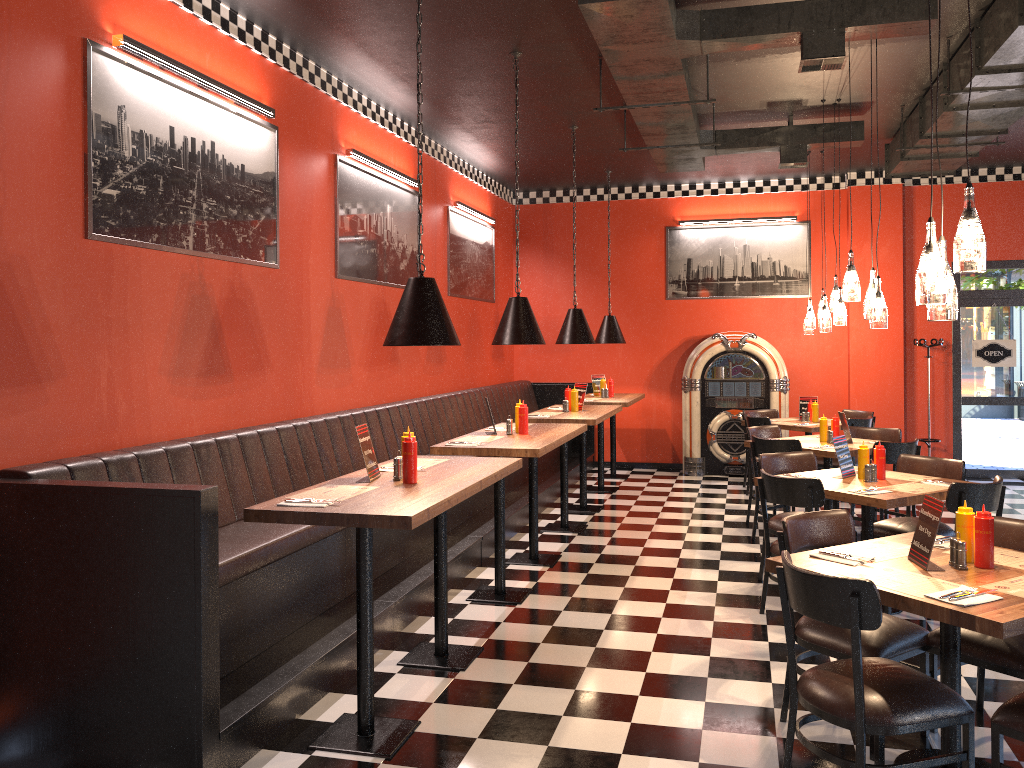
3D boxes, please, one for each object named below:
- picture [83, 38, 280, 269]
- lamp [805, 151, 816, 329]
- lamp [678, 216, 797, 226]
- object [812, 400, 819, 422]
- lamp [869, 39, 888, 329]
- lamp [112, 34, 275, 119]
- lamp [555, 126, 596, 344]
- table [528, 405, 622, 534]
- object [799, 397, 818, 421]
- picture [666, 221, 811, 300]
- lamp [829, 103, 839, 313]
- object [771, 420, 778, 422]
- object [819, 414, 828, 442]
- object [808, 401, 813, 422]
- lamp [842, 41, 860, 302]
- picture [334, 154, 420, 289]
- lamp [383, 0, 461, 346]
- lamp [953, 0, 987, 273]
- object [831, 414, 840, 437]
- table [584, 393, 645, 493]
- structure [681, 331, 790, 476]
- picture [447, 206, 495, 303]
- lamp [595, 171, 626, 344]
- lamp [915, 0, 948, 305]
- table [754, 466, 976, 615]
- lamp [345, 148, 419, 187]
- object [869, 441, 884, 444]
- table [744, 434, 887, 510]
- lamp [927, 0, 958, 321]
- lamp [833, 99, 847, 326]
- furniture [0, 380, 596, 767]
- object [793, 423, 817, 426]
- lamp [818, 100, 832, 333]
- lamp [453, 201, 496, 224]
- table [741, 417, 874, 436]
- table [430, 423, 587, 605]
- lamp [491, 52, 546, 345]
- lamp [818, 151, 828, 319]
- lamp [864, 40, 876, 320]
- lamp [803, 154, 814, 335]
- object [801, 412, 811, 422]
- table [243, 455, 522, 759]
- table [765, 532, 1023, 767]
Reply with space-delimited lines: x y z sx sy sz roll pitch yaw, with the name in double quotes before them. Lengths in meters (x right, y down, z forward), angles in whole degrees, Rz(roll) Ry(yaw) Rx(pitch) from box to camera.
"picture" -1.774 -1.190 5.005 0.023 0.939 1.771 0 2 15
"lamp" 3.185 -1.570 9.473 0.108 1.965 0.108 0 0 -33
"lamp" 2.831 -2.054 11.150 1.444 0.056 0.081 0 2 15
"object" 3.232 0.287 9.439 0.068 0.238 0.068 0 0 12
"lamp" 2.221 -1.318 5.385 0.108 1.965 0.108 0 0 26
"lamp" -1.744 -1.706 5.013 0.081 0.056 1.445 0 3 15
"lamp" 0.591 -1.398 8.339 0.382 2.044 0.382 -1 0 -34
"table" 0.576 0.753 8.262 0.695 0.999 1.693 0 2 15
"object" 3.222 0.268 9.636 0.188 0.257 0.072 0 0 25
"picture" 2.842 -1.546 11.177 1.769 0.940 0.023 0 0 15
"lamp" 2.759 -1.592 7.562 0.108 1.965 0.108 0 0 -29
"object" 2.783 0.392 9.628 0.157 0.019 0.255 -2 3 -28
"object" 2.669 0.375 7.585 0.068 0.238 0.068 0 0 20
"object" 3.217 0.283 9.532 0.068 0.238 0.068 0 0 12
"lamp" 2.107 -1.495 5.520 0.108 1.965 0.108 0 0 -13
"picture" -1.109 -1.311 7.562 0.023 0.939 1.771 0 2 15
"lamp" -0.449 -1.209 4.343 0.382 2.044 0.382 -1 0 -34
"lamp" 1.648 -1.386 3.202 0.108 1.965 0.108 0 0 6
"object" 2.759 0.376 7.560 0.068 0.238 0.068 0 0 20
"table" 1.114 0.655 10.334 0.695 0.999 1.693 0 2 15
"structure" 2.749 0.235 10.929 1.294 1.768 0.500 0 0 15
"picture" -0.445 -1.432 10.118 0.023 0.939 1.771 0 2 15
"lamp" 1.155 -1.500 10.508 0.382 2.044 0.382 -1 0 -34
"lamp" 1.549 -1.277 3.287 0.108 1.965 0.108 0 0 2
"table" 2.193 0.982 5.438 0.957 0.774 0.960 -1 2 -30
"lamp" -1.085 -1.826 7.548 0.081 0.056 1.445 0 3 15
"object" 3.099 0.490 7.413 0.157 0.019 0.255 -2 3 -27
"table" 2.676 0.884 7.525 0.957 0.774 0.960 -1 2 -30
"lamp" 1.634 -1.223 3.377 0.108 1.965 0.108 0 0 -29
"lamp" 2.748 -1.474 7.432 0.108 1.965 0.108 0 0 -3
"furniture" -0.538 0.719 7.549 1.104 1.149 8.764 0 3 15
"object" 3.027 0.414 9.109 0.255 0.019 0.157 -2 3 -27
"lamp" 2.626 -1.415 7.450 0.108 1.965 0.108 0 0 26
"lamp" -0.419 -1.947 10.109 0.081 0.056 1.445 0 3 15
"table" 3.161 0.791 9.494 0.957 0.774 0.960 -1 2 -30
"table" 0.045 0.850 6.221 0.695 0.999 1.693 0 2 15
"lamp" 0.039 -1.297 6.218 0.382 2.044 0.382 -1 0 -34
"lamp" 3.314 -1.682 9.461 0.108 1.965 0.108 0 0 -43
"lamp" 2.238 -1.383 5.507 0.108 1.965 0.108 0 0 -33
"lamp" 3.203 -1.516 9.595 0.108 1.965 0.108 0 0 -4
"object" 3.144 0.338 9.477 0.093 0.136 0.047 0 0 15
"table" -0.489 0.947 4.169 0.695 0.999 1.693 0 2 15
"table" 1.663 1.081 3.342 0.960 0.774 0.957 -1 2 -30
